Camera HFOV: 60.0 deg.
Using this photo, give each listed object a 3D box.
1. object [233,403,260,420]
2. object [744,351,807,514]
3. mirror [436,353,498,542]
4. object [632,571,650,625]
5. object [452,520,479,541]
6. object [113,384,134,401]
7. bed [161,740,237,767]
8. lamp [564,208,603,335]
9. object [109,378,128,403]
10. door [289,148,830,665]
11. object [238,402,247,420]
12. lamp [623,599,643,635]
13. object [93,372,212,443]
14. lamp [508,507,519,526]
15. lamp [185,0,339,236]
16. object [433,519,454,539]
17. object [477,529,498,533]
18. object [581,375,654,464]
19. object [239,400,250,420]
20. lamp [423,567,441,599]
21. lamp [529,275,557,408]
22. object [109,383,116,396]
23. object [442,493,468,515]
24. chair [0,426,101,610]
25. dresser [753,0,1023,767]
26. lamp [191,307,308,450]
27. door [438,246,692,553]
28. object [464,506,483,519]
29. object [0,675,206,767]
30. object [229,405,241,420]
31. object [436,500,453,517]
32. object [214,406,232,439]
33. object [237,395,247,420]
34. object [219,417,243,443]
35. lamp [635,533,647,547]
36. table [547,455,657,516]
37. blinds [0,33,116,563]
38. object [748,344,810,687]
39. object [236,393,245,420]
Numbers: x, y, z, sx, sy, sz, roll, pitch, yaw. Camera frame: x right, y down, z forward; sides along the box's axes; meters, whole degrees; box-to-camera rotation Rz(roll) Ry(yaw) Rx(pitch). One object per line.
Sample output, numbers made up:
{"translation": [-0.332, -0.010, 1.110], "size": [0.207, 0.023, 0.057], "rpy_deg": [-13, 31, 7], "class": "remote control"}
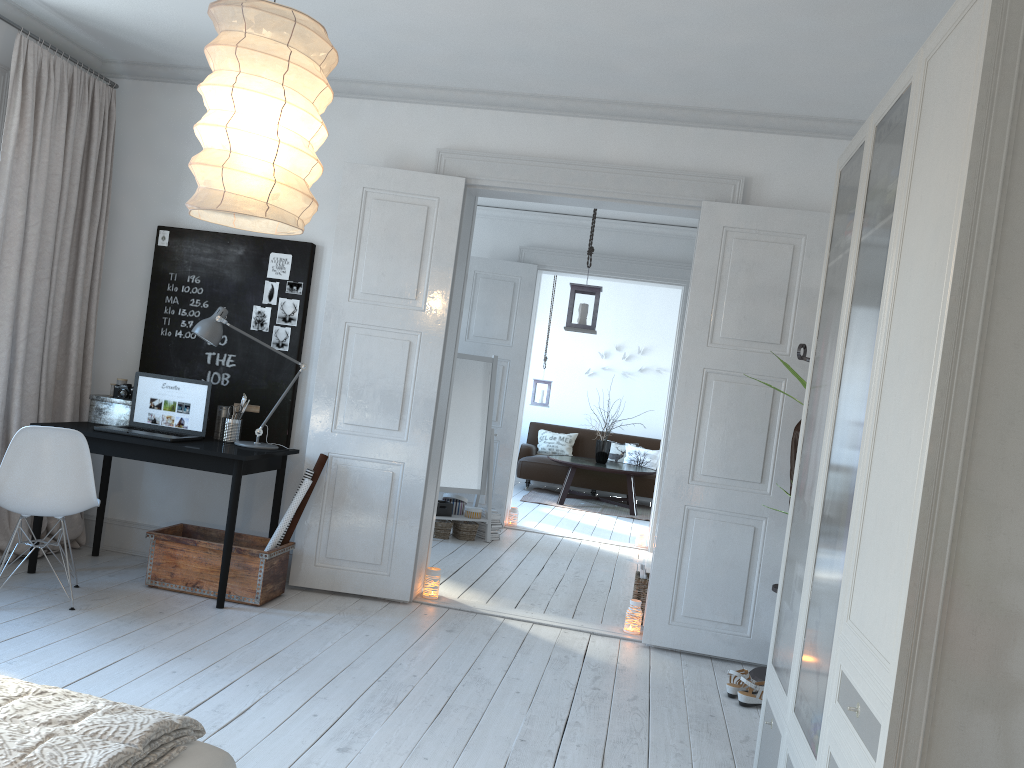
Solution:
{"translation": [-1.465, 0.216, 4.856], "size": [0.138, 0.209, 0.034], "rpy_deg": [8, 1, -11], "class": "object"}
{"translation": [1.277, 0.668, 3.324], "size": [1.042, 1.554, 0.289], "rpy_deg": [8, 1, 39], "class": "object"}
{"translation": [-0.408, 0.480, 7.128], "size": [0.611, 1.489, 0.416], "rpy_deg": [7, 1, -26], "class": "mirror"}
{"translation": [0.841, 1.266, 5.199], "size": [0.270, 0.265, 0.224], "rpy_deg": [8, 0, 9], "class": "object"}
{"translation": [-0.385, 1.172, 7.144], "size": [0.185, 0.140, 0.295], "rpy_deg": [8, 0, -19], "class": "object"}
{"translation": [-2.101, 0.040, 4.795], "size": [0.137, 0.087, 0.073], "rpy_deg": [8, 0, 9], "class": "object"}
{"translation": [-1.450, 0.550, 0.787], "size": [1.887, 1.047, 2.177], "rpy_deg": [8, 0, 9], "class": "bed"}
{"translation": [0.598, -1.242, 6.221], "size": [0.228, 1.762, 0.228], "rpy_deg": [8, 1, 6], "class": "lamp"}
{"translation": [-2.183, 0.035, 4.877], "size": [0.056, 0.130, 0.167], "rpy_deg": [8, 0, 8], "class": "object"}
{"translation": [0.254, 0.058, 4.907], "size": [2.597, 2.506, 0.577], "rpy_deg": [8, 1, 9], "class": "door"}
{"translation": [-1.489, 0.207, 4.811], "size": [0.009, 0.222, 0.083], "rpy_deg": [8, 1, 39], "class": "object"}
{"translation": [0.667, 1.275, 4.858], "size": [0.093, 0.180, 0.093], "rpy_deg": [8, 1, -8], "class": "lamp"}
{"translation": [-1.853, 0.113, 4.586], "size": [0.445, 0.315, 0.325], "rpy_deg": [8, 0, 9], "class": "object"}
{"translation": [0.012, 1.200, 8.017], "size": [0.089, 0.166, 0.089], "rpy_deg": [8, 1, 8], "class": "lamp"}
{"translation": [-0.605, -1.026, 2.317], "size": [0.338, 1.231, 0.341], "rpy_deg": [8, 1, 40], "class": "lamp"}
{"translation": [-0.584, 1.145, 7.068], "size": [0.185, 0.140, 0.295], "rpy_deg": [8, 0, -19], "class": "object"}
{"translation": [-0.209, 1.203, 7.288], "size": [0.111, 0.014, 0.156], "rpy_deg": [8, 0, -38], "class": "object"}
{"translation": [1.229, 0.423, 10.362], "size": [0.846, 1.066, 0.525], "rpy_deg": [7, 1, -20], "class": "object"}
{"translation": [-1.477, 0.199, 4.803], "size": [0.084, 0.240, 0.009], "rpy_deg": [7, 1, -14], "class": "object"}
{"translation": [-0.453, 1.129, 5.027], "size": [0.089, 0.166, 0.089], "rpy_deg": [8, 1, 2], "class": "lamp"}
{"translation": [0.446, -0.606, 10.588], "size": [0.228, 1.762, 0.228], "rpy_deg": [8, 1, 6], "class": "lamp"}
{"translation": [-2.227, 0.033, 4.951], "size": [0.040, 0.069, 0.040], "rpy_deg": [8, 1, -3], "class": "object"}
{"translation": [-0.474, 0.969, 7.240], "size": [0.207, 0.159, 0.241], "rpy_deg": [8, 0, 17], "class": "object"}
{"translation": [-2.151, 0.578, 4.071], "size": [0.475, 0.824, 0.553], "rpy_deg": [7, 1, -26], "class": "chair"}
{"translation": [1.145, 0.327, 2.279], "size": [0.630, 2.163, 1.432], "rpy_deg": [8, 1, 9], "class": "dresser"}
{"translation": [-1.411, -0.029, 4.727], "size": [0.617, 0.716, 0.230], "rpy_deg": [7, 1, -20], "class": "lamp"}
{"translation": [0.731, 0.130, 7.885], "size": [2.597, 2.506, 0.577], "rpy_deg": [8, 1, 9], "class": "door"}
{"translation": [-0.311, 1.032, 7.116], "size": [0.142, 0.074, 0.142], "rpy_deg": [8, 0, -7], "class": "object"}
{"translation": [-1.304, 0.534, 1.618], "size": [1.459, 0.104, 0.405], "rpy_deg": [8, 0, 9], "class": "object"}
{"translation": [-1.528, 0.210, 4.822], "size": [0.081, 0.198, 0.050], "rpy_deg": [8, 1, 34], "class": "object"}
{"translation": [-0.577, 0.983, 7.023], "size": [0.165, 0.103, 0.154], "rpy_deg": [8, 0, -26], "class": "object"}
{"translation": [-1.598, 0.217, 4.895], "size": [0.079, 0.188, 0.079], "rpy_deg": [7, 1, -12], "class": "object"}
{"translation": [-1.487, 0.185, 4.820], "size": [0.062, 0.264, 0.012], "rpy_deg": [7, 1, -39], "class": "object"}
{"translation": [-1.524, 0.251, 4.811], "size": [0.108, 0.128, 0.108], "rpy_deg": [8, 1, 24], "class": "object"}
{"translation": [1.137, 1.380, 7.825], "size": [0.093, 0.110, 0.094], "rpy_deg": [8, 1, 26], "class": "lamp"}
{"translation": [1.029, 1.184, 10.453], "size": [1.300, 0.503, 1.299], "rpy_deg": [8, 0, -1], "class": "table"}
{"translation": [-2.443, -0.381, 4.707], "size": [0.224, 2.648, 0.831], "rpy_deg": [8, 1, 9], "class": "blinds"}
{"translation": [1.432, 0.639, 4.268], "size": [0.374, 1.659, 0.375], "rpy_deg": [8, 1, 17], "class": "object"}
{"translation": [-1.491, 0.181, 4.821], "size": [0.008, 0.267, 0.060], "rpy_deg": [8, 1, 26], "class": "object"}
